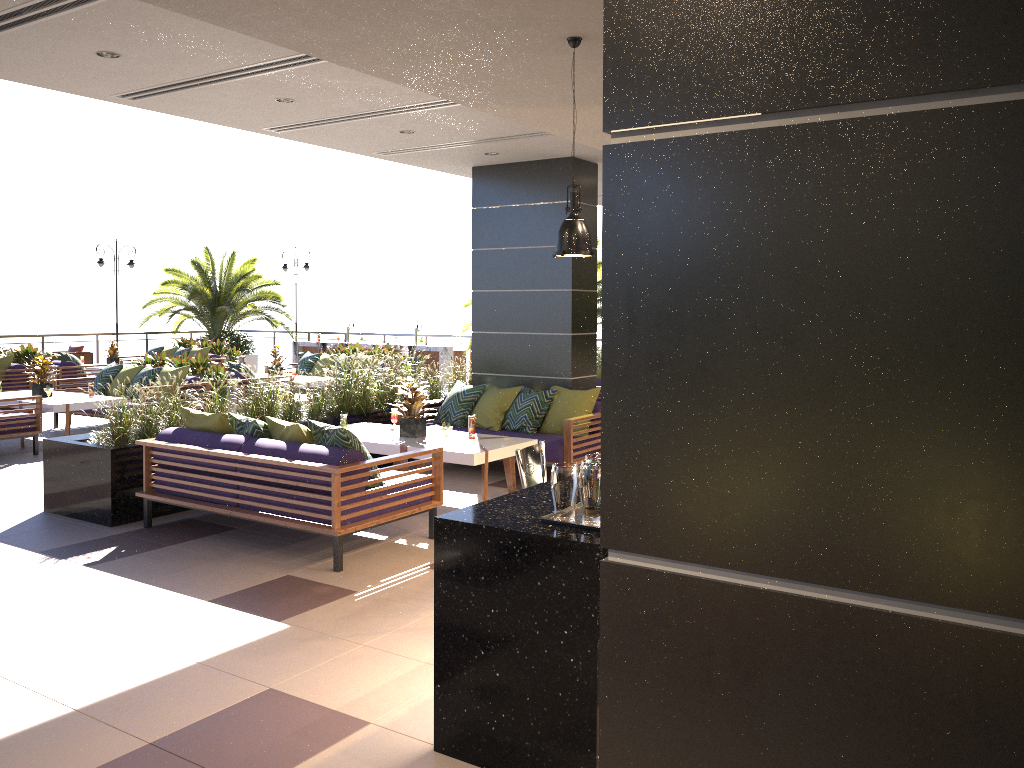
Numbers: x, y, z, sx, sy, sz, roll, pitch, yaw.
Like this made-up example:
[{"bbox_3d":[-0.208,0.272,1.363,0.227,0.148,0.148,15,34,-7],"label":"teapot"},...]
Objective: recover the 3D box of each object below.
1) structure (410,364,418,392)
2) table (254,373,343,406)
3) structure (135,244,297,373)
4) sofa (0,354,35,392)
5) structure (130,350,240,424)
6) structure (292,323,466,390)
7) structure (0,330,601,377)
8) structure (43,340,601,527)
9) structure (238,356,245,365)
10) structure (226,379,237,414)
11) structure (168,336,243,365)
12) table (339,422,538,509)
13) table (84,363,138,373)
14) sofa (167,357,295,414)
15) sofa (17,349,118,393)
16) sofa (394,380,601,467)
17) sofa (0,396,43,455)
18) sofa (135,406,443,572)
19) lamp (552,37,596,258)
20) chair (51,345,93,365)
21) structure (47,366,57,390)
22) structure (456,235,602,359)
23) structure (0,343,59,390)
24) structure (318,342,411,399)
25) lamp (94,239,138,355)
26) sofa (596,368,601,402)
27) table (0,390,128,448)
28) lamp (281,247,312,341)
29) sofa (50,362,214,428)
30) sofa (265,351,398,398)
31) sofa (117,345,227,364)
[{"bbox_3d":[-1.710,0.012,15.412,0.100,0.699,0.180,1,2,33],"label":"structure"},{"bbox_3d":[-3.802,0.169,14.370,2.039,0.552,0.943,3,5,33],"label":"table"},{"bbox_3d":[-7.368,-1.896,22.278,3.800,3.297,3.762,0,3,1],"label":"structure"},{"bbox_3d":[-8.978,-0.054,14.614,2.128,0.918,1.121,3,5,33],"label":"sofa"},{"bbox_3d":[-4.837,0.090,12.798,2.422,1.171,0.701,3,4,35],"label":"structure"},{"bbox_3d":[-3.019,-0.664,19.567,4.405,1.326,0.806,3,4,33],"label":"structure"},{"bbox_3d":[-6.971,-0.054,13.859,12.930,1.056,17.531,3,6,33],"label":"structure"},{"bbox_3d":[-0.140,-0.371,5.828,7.824,3.116,24.767,3,6,33],"label":"structure"},{"bbox_3d":[-5.458,-0.214,17.884,0.100,0.699,0.180,1,2,33],"label":"structure"},{"bbox_3d":[-3.853,0.284,12.163,0.100,0.699,0.180,1,2,33],"label":"structure"},{"bbox_3d":[-6.494,-0.406,18.494,2.253,1.170,0.738,3,4,35],"label":"structure"},{"bbox_3d":[-0.887,0.740,7.858,2.039,0.552,0.943,3,5,33],"label":"table"},{"bbox_3d":[-7.532,-0.057,16.829,2.039,0.552,0.943,3,5,33],"label":"table"},{"bbox_3d":[-4.434,0.065,13.423,2.128,0.918,1.121,3,5,33],"label":"sofa"},{"bbox_3d":[-8.173,-0.160,15.888,2.128,0.918,1.121,3,5,33],"label":"sofa"},{"bbox_3d":[-0.057,0.454,9.099,2.128,0.918,1.121,3,5,33],"label":"sofa"},{"bbox_3d":[-6.523,0.333,10.226,2.128,0.918,1.121,3,5,33],"label":"sofa"},{"bbox_3d":[-1.681,0.659,6.638,2.128,0.918,1.121,3,5,33],"label":"sofa"},{"bbox_3d":[0.247,-0.937,3.515,0.163,0.863,0.163,0,2,-14],"label":"lamp"},{"bbox_3d":[-9.976,-0.465,19.930,0.715,0.814,0.715,2,4,33],"label":"chair"},{"bbox_3d":[-7.602,0.057,14.635,0.100,0.699,0.180,1,2,33],"label":"structure"},{"bbox_3d":[0.833,-1.407,16.941,3.800,3.297,3.762,-1,3,-14],"label":"structure"},{"bbox_3d":[-8.640,-0.138,15.282,2.250,1.170,0.715,3,3,30],"label":"structure"},{"bbox_3d":[-2.705,-0.181,16.037,2.253,1.170,0.738,3,4,35],"label":"structure"},{"bbox_3d":[-9.539,-1.843,21.371,0.264,3.322,1.123,1,2,33],"label":"lamp"},{"bbox_3d":[1.723,0.228,11.798,2.128,0.918,1.121,3,5,33],"label":"sofa"},{"bbox_3d":[-5.897,0.434,11.195,2.039,0.552,0.943,3,5,33],"label":"table"},{"bbox_3d":[-5.647,-1.982,23.148,1.123,3.322,0.264,1,2,33],"label":"lamp"},{"bbox_3d":[-5.239,0.172,12.149,2.128,0.918,1.121,3,5,33],"label":"sofa"},{"bbox_3d":[-3.157,-0.096,15.350,2.128,0.918,1.121,3,5,33],"label":"sofa"},{"bbox_3d":[-6.889,-0.321,17.811,2.128,0.918,1.121,3,5,33],"label":"sofa"}]
